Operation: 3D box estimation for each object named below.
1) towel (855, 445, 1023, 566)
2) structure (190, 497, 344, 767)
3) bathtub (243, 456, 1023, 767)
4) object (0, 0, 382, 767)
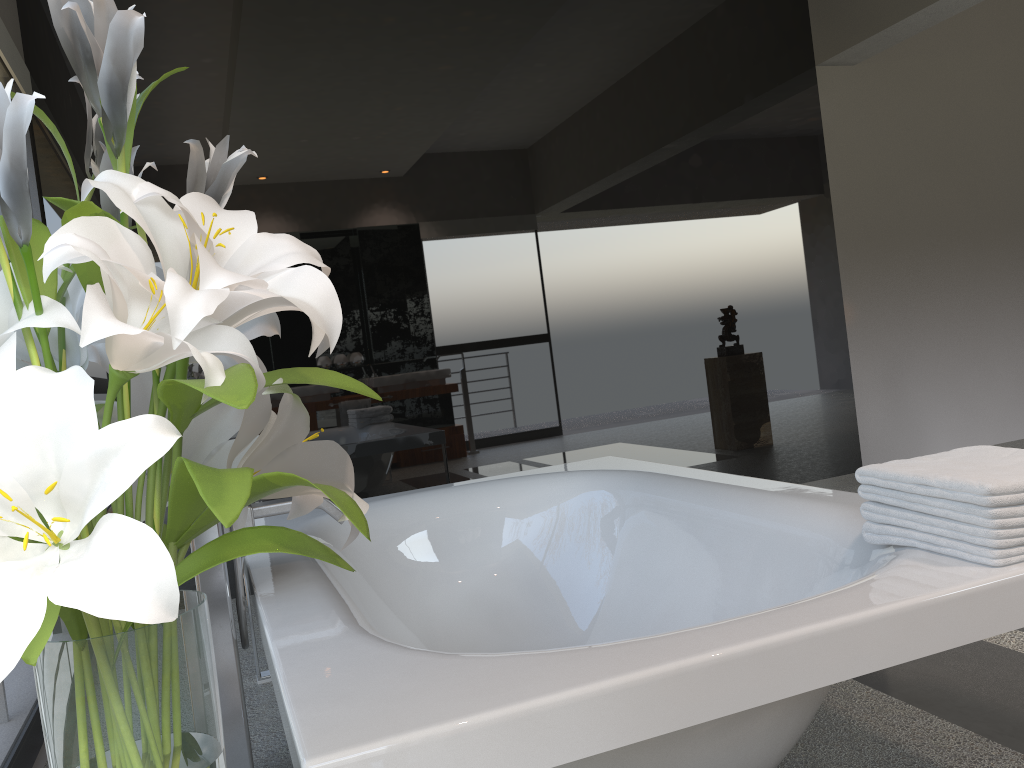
[{"bbox_3d":[0.823,0.202,1.533,0.305,0.145,0.322,-8,2,-16],"label":"towel"},{"bbox_3d":[-0.505,0.482,1.951,0.330,0.884,0.402,-8,2,-19],"label":"structure"},{"bbox_3d":[0.098,0.588,2.115,1.328,0.504,1.958,-8,2,-19],"label":"bathtub"},{"bbox_3d":[-0.346,0.062,0.744,0.459,0.796,0.450,-7,2,8],"label":"object"}]
